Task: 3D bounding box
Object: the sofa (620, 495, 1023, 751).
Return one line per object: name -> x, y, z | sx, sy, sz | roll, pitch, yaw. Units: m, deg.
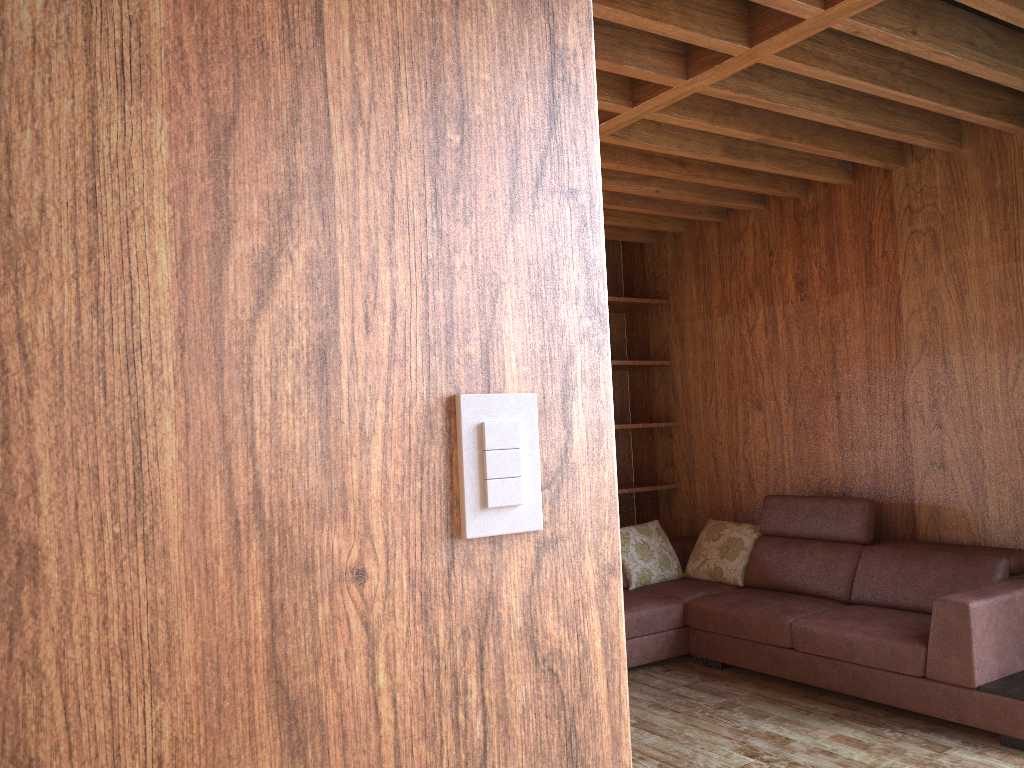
sofa -> 1.015, 0.927, 3.865 | 1.712, 0.759, 2.486 | -1, -4, -33
